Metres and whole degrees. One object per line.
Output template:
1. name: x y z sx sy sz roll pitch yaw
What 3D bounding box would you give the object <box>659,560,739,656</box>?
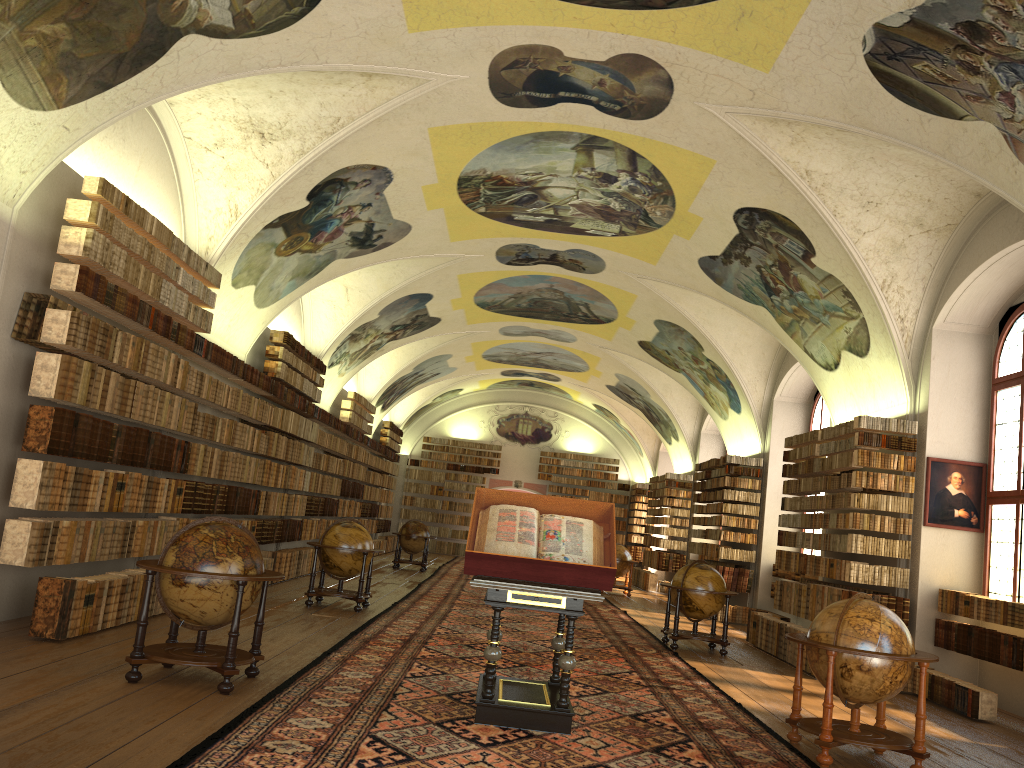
1. object: 3.037 3.611 14.533 1.282 1.445 1.279 13 -10 -36

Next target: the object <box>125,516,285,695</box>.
1. object: -2.724 1.914 7.942 1.282 1.445 1.279 13 -10 -36

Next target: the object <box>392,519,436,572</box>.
1. object: -2.841 4.599 25.435 1.279 1.445 1.282 -1 -11 43

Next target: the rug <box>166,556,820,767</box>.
1. rug: 0.158 4.475 17.884 4.704 0.064 37.007 7 -9 1

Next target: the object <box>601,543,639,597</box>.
1. object: 2.969 5.275 25.370 1.279 1.445 1.282 -1 -11 43

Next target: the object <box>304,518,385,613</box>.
1. object: -2.766 2.934 14.587 1.279 1.445 1.283 0 -10 38

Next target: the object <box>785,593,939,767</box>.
1. object: 3.078 2.590 7.888 1.279 1.445 1.283 0 -10 38

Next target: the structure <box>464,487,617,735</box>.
1. structure: 0.180 2.015 8.114 1.245 1.976 1.896 7 -8 1
